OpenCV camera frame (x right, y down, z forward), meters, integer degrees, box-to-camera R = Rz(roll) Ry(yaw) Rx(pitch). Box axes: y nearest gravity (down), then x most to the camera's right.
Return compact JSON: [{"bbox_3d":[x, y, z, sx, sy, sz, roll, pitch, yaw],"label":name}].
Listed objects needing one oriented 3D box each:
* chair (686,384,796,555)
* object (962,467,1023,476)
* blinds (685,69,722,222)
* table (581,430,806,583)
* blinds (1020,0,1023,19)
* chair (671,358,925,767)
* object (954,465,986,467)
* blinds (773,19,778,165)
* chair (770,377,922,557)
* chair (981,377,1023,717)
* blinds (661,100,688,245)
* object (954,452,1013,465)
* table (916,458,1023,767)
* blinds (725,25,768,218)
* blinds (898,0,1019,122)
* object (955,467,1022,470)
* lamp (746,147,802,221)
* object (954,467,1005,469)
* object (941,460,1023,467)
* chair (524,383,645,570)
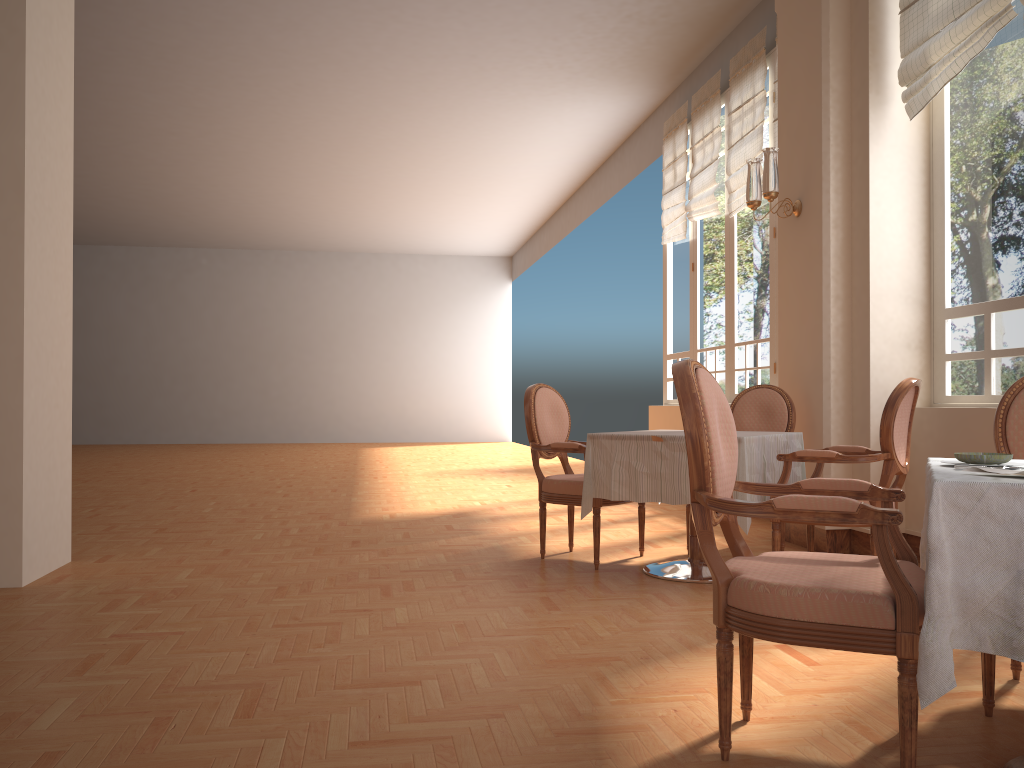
[{"bbox_3d":[1.295,0.462,4.873,0.521,0.931,0.593,-1,-1,35],"label":"chair"},{"bbox_3d":[0.981,0.168,1.681,0.234,0.012,0.095,-1,-1,29],"label":"object"},{"bbox_3d":[1.678,-2.034,7.785,0.085,1.235,0.699,0,-1,-9],"label":"blinds"},{"bbox_3d":[0.896,0.575,4.299,0.829,0.677,0.831,-1,-1,36],"label":"table"},{"bbox_3d":[2.249,-2.132,3.425,0.085,1.235,0.787,0,-1,-9],"label":"blinds"},{"bbox_3d":[0.681,0.399,2.108,0.593,0.931,0.521,0,-1,24],"label":"chair"},{"bbox_3d":[1.012,0.177,1.887,0.127,0.004,0.013,-1,-1,25],"label":"object"},{"bbox_3d":[1.969,-2.002,6.099,0.072,1.376,0.699,0,-1,-9],"label":"blinds"},{"bbox_3d":[1.480,0.440,3.901,0.593,0.931,0.521,-1,-1,35],"label":"chair"},{"bbox_3d":[1.563,0.408,2.448,0.521,0.931,0.593,0,-1,24],"label":"chair"},{"bbox_3d":[1.566,-1.988,8.565,0.038,1.292,0.689,0,-1,-9],"label":"blinds"},{"bbox_3d":[1.051,0.168,1.977,0.117,0.024,0.117,0,-1,1],"label":"object"},{"bbox_3d":[1.279,0.518,1.807,0.829,0.680,0.837,0,-1,24],"label":"table"},{"bbox_3d":[1.822,-2.020,6.941,0.054,1.301,0.689,0,-1,-9],"label":"blinds"},{"bbox_3d":[2.115,-2.043,4.241,0.072,1.376,0.843,0,-1,-9],"label":"blinds"},{"bbox_3d":[0.992,0.175,1.845,0.125,0.006,0.027,-1,-1,24],"label":"object"},{"bbox_3d":[1.522,-1.141,5.119,0.274,0.362,0.320,0,-1,-9],"label":"lamp"},{"bbox_3d":[1.001,0.177,1.869,0.125,0.002,0.016,-1,-1,25],"label":"object"},{"bbox_3d":[1.051,0.178,1.977,0.171,0.005,0.171,-1,-1,28],"label":"object"},{"bbox_3d":[0.363,0.458,4.713,0.593,0.931,0.521,-1,-1,35],"label":"chair"}]
